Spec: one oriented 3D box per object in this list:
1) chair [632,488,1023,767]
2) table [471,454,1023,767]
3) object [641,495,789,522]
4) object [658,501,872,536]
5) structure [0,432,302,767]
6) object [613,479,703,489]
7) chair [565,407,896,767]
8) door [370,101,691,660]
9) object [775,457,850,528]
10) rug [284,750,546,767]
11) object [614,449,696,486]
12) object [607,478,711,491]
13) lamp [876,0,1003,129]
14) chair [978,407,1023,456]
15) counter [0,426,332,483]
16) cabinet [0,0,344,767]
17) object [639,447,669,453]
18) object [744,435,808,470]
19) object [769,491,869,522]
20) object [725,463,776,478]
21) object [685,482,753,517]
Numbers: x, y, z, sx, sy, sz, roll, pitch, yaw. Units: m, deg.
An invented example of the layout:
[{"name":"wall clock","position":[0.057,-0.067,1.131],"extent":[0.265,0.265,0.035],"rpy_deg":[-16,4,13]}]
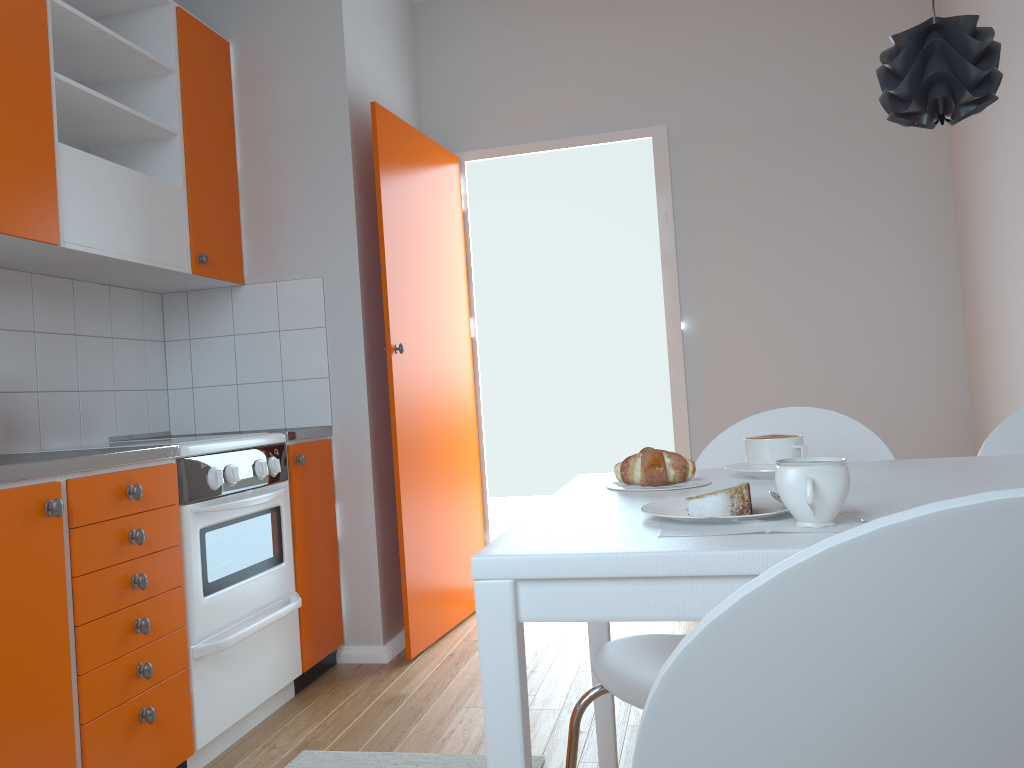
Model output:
[{"name":"chair","position":[0.313,0.489,0.754],"extent":[0.505,0.871,0.644],"rpy_deg":[-4,-1,2]},{"name":"table","position":[0.690,0.517,1.157],"extent":[1.281,0.771,0.828],"rpy_deg":[-4,-1,13]},{"name":"object","position":[0.254,0.153,1.080],"extent":[0.192,0.012,0.190],"rpy_deg":[-4,-1,10]},{"name":"object","position":[0.291,0.155,1.035],"extent":[0.229,0.003,0.227],"rpy_deg":[-4,-1,13]},{"name":"structure","position":[-1.075,0.607,2.664],"extent":[0.734,0.865,0.617],"rpy_deg":[-4,-1,13]},{"name":"object","position":[0.235,0.162,1.442],"extent":[0.122,0.005,0.120],"rpy_deg":[-4,-1,-7]},{"name":"chair","position":[0.416,0.491,1.550],"extent":[0.511,0.871,0.636],"rpy_deg":[-5,-1,38]},{"name":"door","position":[-0.006,-0.051,3.814],"extent":[1.380,2.056,0.696],"rpy_deg":[-3,-1,-29]},{"name":"object","position":[0.322,0.117,0.957],"extent":[0.083,0.070,0.077],"rpy_deg":[-3,-1,-28]},{"name":"rug","position":[-0.416,0.978,1.529],"extent":[0.681,0.009,1.669],"rpy_deg":[-4,-1,12]},{"name":"object","position":[0.228,0.135,1.426],"extent":[0.132,0.060,0.069],"rpy_deg":[-4,-1,13]},{"name":"object","position":[0.238,0.163,1.439],"extent":[0.165,0.005,0.169],"rpy_deg":[-3,-1,-35]},{"name":"lamp","position":[0.602,-1.144,1.365],"extent":[0.171,1.506,0.167],"rpy_deg":[-5,-2,29]},{"name":"chair","position":[0.998,0.448,1.319],"extent":[0.508,0.871,0.640],"rpy_deg":[-4,-1,18]},{"name":"counter","position":[-1.310,0.226,1.820],"extent":[0.682,0.132,3.097],"rpy_deg":[-4,-1,12]},{"name":"cabinet","position":[-1.316,-0.130,1.825],"extent":[0.706,2.349,3.098],"rpy_deg":[-4,-1,12]},{"name":"object","position":[0.253,0.134,1.474],"extent":[0.075,0.059,0.059],"rpy_deg":[-5,-1,34]},{"name":"object","position":[0.435,0.115,1.461],"extent":[0.099,0.064,0.093],"rpy_deg":[-4,-1,16]},{"name":"object","position":[0.342,0.138,1.000],"extent":[0.027,0.027,0.131],"rpy_deg":[-3,-1,-28]},{"name":"object","position":[0.434,0.143,1.462],"extent":[0.162,0.020,0.158],"rpy_deg":[-4,-1,27]},{"name":"object","position":[0.245,0.138,1.084],"extent":[0.075,0.043,0.127],"rpy_deg":[-4,-1,5]}]
